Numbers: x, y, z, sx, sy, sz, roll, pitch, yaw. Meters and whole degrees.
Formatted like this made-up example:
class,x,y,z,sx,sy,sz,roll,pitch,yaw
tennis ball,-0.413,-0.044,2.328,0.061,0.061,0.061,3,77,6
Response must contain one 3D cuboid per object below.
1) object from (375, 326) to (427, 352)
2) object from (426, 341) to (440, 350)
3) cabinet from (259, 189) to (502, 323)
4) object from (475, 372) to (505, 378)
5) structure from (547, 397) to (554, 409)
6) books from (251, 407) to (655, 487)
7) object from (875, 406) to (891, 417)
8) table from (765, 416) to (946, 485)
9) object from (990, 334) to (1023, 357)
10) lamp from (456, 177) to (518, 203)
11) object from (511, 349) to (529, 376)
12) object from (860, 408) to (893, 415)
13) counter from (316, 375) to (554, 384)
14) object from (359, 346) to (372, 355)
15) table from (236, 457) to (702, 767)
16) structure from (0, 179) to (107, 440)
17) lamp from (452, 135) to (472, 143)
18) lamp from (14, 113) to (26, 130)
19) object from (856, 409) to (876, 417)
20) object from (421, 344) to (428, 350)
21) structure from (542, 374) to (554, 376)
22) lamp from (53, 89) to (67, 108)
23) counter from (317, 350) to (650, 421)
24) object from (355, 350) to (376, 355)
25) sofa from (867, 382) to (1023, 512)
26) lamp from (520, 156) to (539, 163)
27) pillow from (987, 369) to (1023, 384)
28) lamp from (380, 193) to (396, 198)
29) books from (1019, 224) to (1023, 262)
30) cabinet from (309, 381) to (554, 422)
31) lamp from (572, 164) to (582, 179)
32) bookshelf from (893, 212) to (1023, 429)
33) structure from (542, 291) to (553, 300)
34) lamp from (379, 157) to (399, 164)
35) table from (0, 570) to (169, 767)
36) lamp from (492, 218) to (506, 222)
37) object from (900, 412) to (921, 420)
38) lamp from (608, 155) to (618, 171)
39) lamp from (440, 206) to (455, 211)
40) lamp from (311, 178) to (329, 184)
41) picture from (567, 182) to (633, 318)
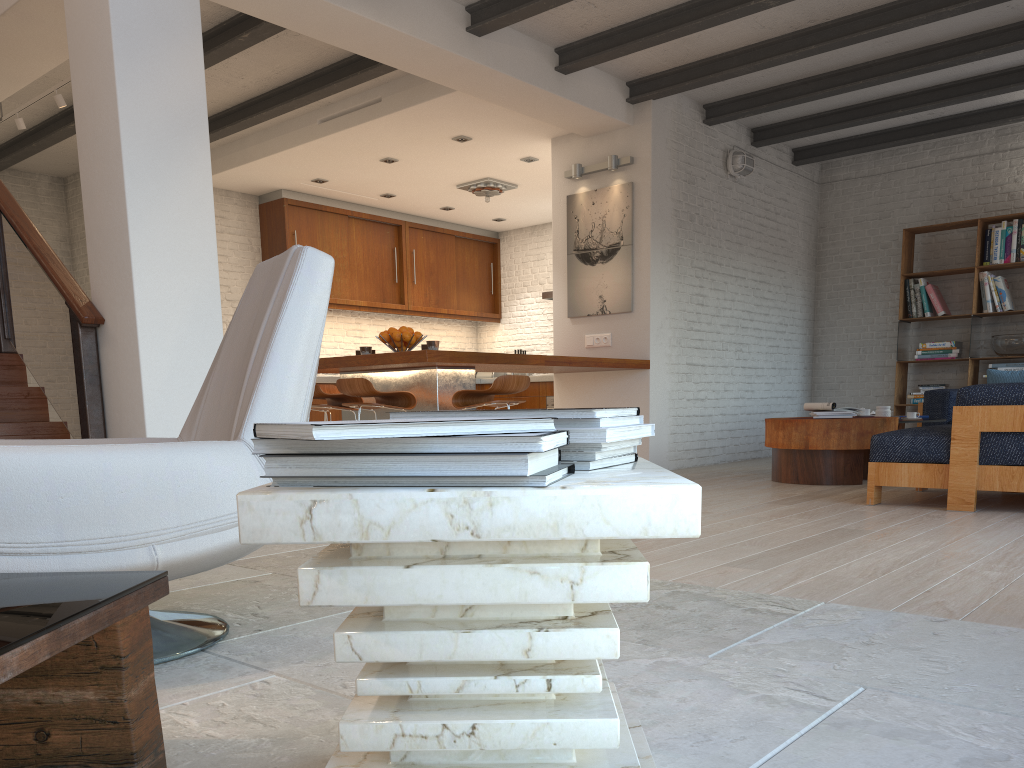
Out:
class,x,y,z,sx,sy,sz,roll,pitch,yaw
object,-0.781,-0.291,6.178,0.366,0.225,0.358,-1,2,6
object,-0.531,-0.246,5.867,0.090,0.086,0.090,-4,4,-34
cabinet,-1.410,-1.403,10.412,0.458,1.183,3.311,6,4,41
object,-0.301,-0.141,11.683,0.343,0.162,0.248,-1,2,41
structure,0.816,0.435,10.512,0.666,0.587,0.495,2,5,41
books,-0.082,0.075,1.117,0.389,0.080,0.561,-2,-1,25
object,2.752,0.218,6.467,0.107,0.110,0.107,-4,5,-33
table,2.537,0.471,6.612,1.816,0.454,1.071,0,0,-43
object,4.674,-0.352,8.111,0.400,0.205,0.398,-1,1,-7
lamp,-0.254,-1.958,8.981,0.448,0.173,0.446,-1,0,41
object,0.101,-0.263,11.379,0.320,0.382,0.065,3,9,40
object,2.928,0.236,7.033,0.193,0.092,0.185,-1,1,-24
counter,-0.226,-0.073,9.641,3.508,0.071,3.303,-2,-2,41
object,-1.056,-0.226,6.302,0.091,0.086,0.090,2,5,38
table,-0.039,0.370,1.207,0.495,0.513,0.486,-1,4,1
structure,-1.967,-1.352,4.856,10.113,4.207,13.728,-1,0,41
lamp,-0.423,-2.090,7.372,0.123,0.056,0.122,-1,1,41
lamp,-3.778,-2.010,6.695,0.059,0.131,0.084,0,6,11
object,2.536,0.209,6.256,0.146,0.057,0.173,-1,0,30
object,-0.576,-0.229,6.006,0.094,0.083,0.113,-1,2,-4
structure,0.854,-0.125,10.477,0.808,0.032,0.584,-2,-2,41
lamp,-3.230,-2.031,6.229,0.060,0.131,0.085,6,9,43
counter,-0.323,0.291,6.777,1.679,0.935,2.473,0,1,41
object,-1.082,-0.209,6.449,0.114,0.083,0.093,1,4,41
sofa,3.544,0.325,5.892,2.071,0.671,3.914,-1,-1,41
lamp,0.161,-2.086,8.036,0.123,0.056,0.122,-1,1,41
pillow,4.286,0.068,7.368,0.553,0.416,0.220,1,6,40
lamp,-1.324,-2.029,9.311,0.123,0.056,0.122,-1,1,41
books,4.676,-1.264,7.912,0.055,0.336,0.251,7,9,41
cabinet,-0.205,-0.597,10.006,4.782,2.887,2.226,-1,5,5
lamp,0.540,-1.759,7.215,0.079,0.106,0.078,-3,6,-21
bookshelf,4.406,-0.405,8.285,1.308,2.242,0.360,4,10,40
structure,0.876,-1.538,10.301,0.980,1.010,0.451,2,8,40
lamp,-1.125,-2.063,7.975,0.123,0.056,0.122,-1,1,41
table,-1.512,0.432,1.107,1.970,0.436,2.177,-1,-1,2
lamp,-0.158,-2.021,10.636,0.123,0.056,0.122,-1,1,41
object,2.974,0.242,6.524,0.154,0.058,0.268,-1,-1,34
lamp,0.809,-1.770,6.985,0.079,0.106,0.078,-3,6,-21
lamp,-0.741,-2.025,9.974,0.123,0.056,0.122,-1,1,41
lamp,-1.908,-2.033,8.647,0.123,0.056,0.122,-1,1,41
picture,0.724,-1.092,7.248,0.650,1.034,0.020,4,10,40
